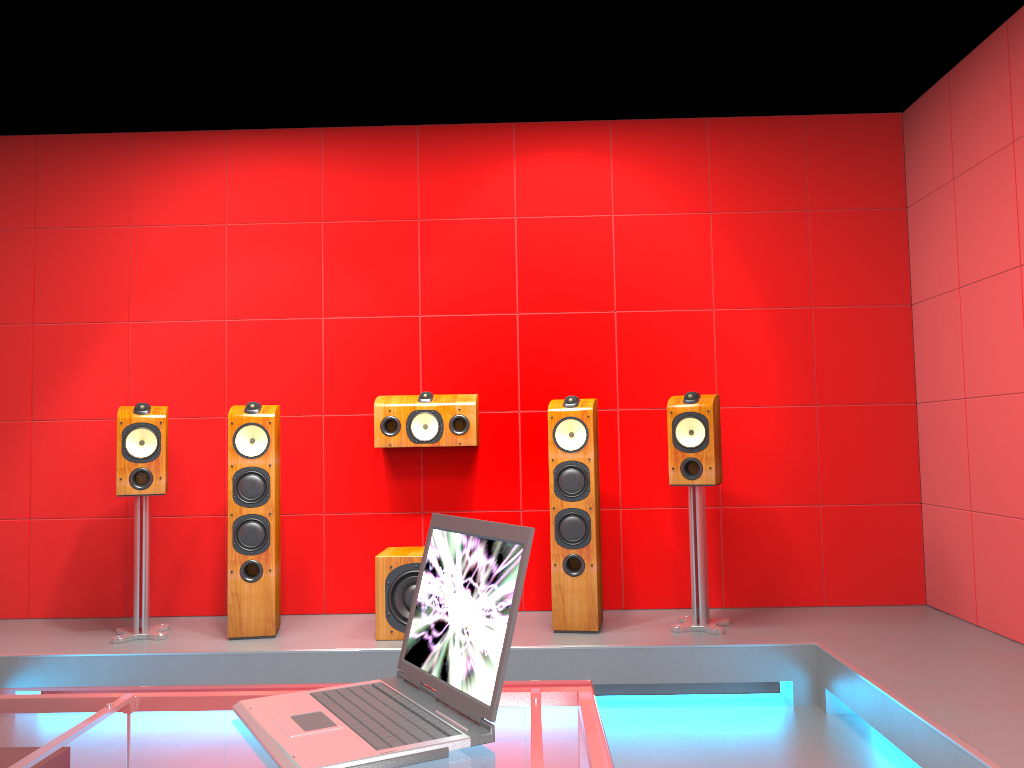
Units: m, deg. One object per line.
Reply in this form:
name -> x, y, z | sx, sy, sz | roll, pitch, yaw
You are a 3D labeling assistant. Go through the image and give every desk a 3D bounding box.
desk -> -0.665, 0.843, 1.218 | 1.617, 0.690, 0.594 | -1, -4, 1

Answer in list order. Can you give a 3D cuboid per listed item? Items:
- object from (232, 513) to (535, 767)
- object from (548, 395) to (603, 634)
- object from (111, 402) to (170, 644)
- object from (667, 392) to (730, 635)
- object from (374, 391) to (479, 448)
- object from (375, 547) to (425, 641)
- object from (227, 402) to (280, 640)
object -> -0.195, 0.349, 1.283 | 0.340, 0.285, 0.342 | 1, -4, -29
object -> 0.290, 0.580, 4.045 | 0.203, 1.052, 0.238 | -2, -4, 11
object -> -1.692, 0.616, 4.060 | 0.231, 1.058, 0.265 | 0, -4, -19
object -> 0.838, 0.565, 4.013 | 0.231, 1.058, 0.265 | -3, -4, 21
object -> -0.418, 0.175, 4.386 | 0.493, 0.271, 0.235 | -1, -4, 1
object -> -0.410, 0.938, 4.010 | 0.360, 0.360, 0.360 | -1, -4, 1
object -> -1.175, 0.608, 4.050 | 0.203, 1.052, 0.238 | 0, -4, -9
